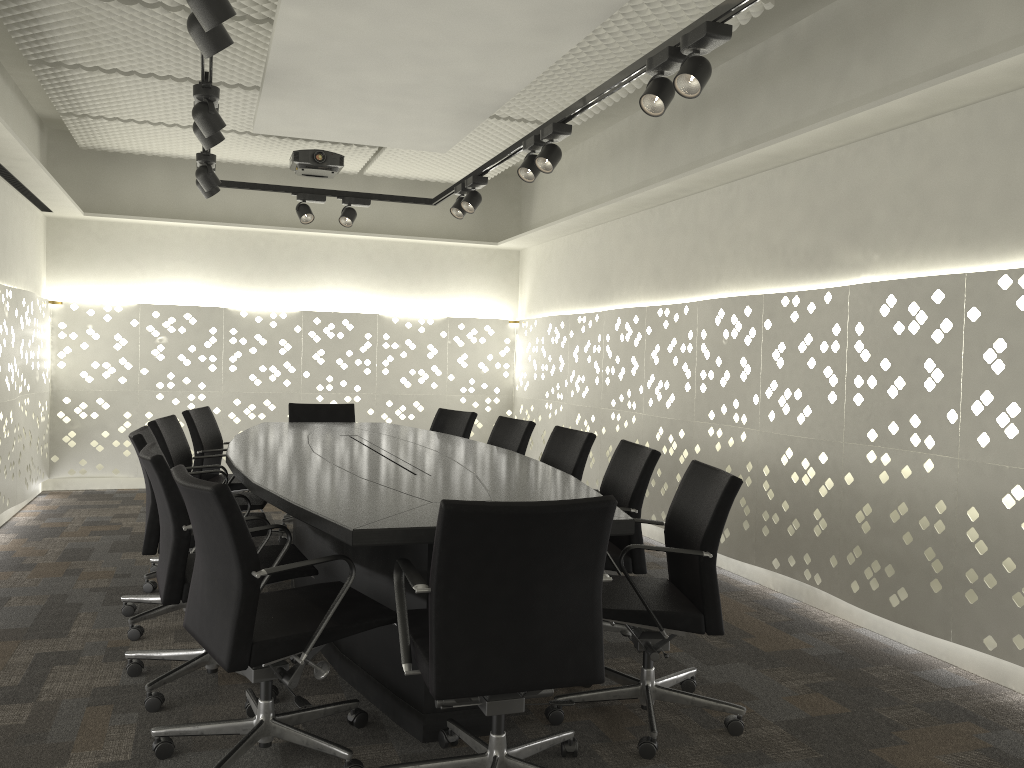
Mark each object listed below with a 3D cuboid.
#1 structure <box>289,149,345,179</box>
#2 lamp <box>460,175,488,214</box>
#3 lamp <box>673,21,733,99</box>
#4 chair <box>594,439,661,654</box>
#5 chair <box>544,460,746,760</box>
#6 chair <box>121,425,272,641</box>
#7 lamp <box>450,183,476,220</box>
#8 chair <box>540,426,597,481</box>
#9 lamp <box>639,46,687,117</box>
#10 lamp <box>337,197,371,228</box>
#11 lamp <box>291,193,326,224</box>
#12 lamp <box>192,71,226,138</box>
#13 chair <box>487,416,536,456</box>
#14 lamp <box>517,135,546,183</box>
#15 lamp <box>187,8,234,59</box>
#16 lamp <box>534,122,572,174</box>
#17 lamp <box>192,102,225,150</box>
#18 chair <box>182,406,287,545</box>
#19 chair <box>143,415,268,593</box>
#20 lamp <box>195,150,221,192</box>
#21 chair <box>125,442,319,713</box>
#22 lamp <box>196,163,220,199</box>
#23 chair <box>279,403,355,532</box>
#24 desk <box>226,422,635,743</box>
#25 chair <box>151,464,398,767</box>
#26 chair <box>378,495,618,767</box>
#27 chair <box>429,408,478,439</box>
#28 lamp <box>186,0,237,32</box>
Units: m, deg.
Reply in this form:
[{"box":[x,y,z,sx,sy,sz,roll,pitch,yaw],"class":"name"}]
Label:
[{"box":[-1.294,-1.456,5.866,0.327,0.144,0.371,1,2,-19],"class":"structure"},{"box":[-0.221,-1.065,4.942,0.126,0.224,0.213,1,2,-16],"class":"lamp"},{"box":[0.559,-0.984,2.686,0.126,0.224,0.213,1,2,-16],"class":"lamp"},{"box":[0.271,0.602,3.322,0.579,0.757,0.559,1,2,-5],"class":"chair"},{"box":[0.394,0.623,2.641,0.579,0.757,0.559,2,2,0],"class":"chair"},{"box":[-1.248,0.555,3.510,0.579,0.757,0.559,1,2,-15],"class":"chair"},{"box":[-0.294,-1.072,5.153,0.126,0.224,0.213,1,2,-16],"class":"lamp"},{"box":[0.085,0.580,3.971,0.579,0.757,0.559,1,2,-15],"class":"chair"},{"box":[0.486,-0.992,2.897,0.126,0.224,0.213,1,2,-16],"class":"lamp"},{"box":[-1.005,-1.105,5.643,0.214,0.224,0.118,1,2,-30],"class":"lamp"},{"box":[-1.271,-1.109,5.541,0.213,0.224,0.126,1,2,-16],"class":"lamp"},{"box":[-1.156,-1.050,3.393,0.126,0.224,0.213,1,2,-16],"class":"lamp"},{"box":[-0.169,0.556,4.591,0.579,0.757,0.559,1,2,-20],"class":"chair"},{"box":[0.092,-1.033,4.038,0.126,0.224,0.213,1,2,-16],"class":"lamp"},{"box":[-0.844,-1.017,2.488,0.126,0.224,0.213,1,2,-16],"class":"lamp"},{"box":[0.165,-1.025,3.827,0.126,0.224,0.213,1,2,-16],"class":"lamp"},{"box":[-1.229,-1.057,3.604,0.126,0.224,0.213,1,2,-16],"class":"lamp"},{"box":[-1.519,0.513,4.856,0.579,0.757,0.559,2,2,0],"class":"chair"},{"box":[-1.412,0.535,4.126,0.579,0.757,0.559,1,2,-5],"class":"chair"},{"box":[-1.551,-1.090,4.533,0.126,0.224,0.213,1,2,-16],"class":"lamp"},{"box":[-0.947,0.580,2.885,0.579,0.757,0.559,1,2,-20],"class":"chair"},{"box":[-1.624,-1.098,4.744,0.126,0.224,0.213,1,2,-16],"class":"lamp"},{"box":[-1.141,0.507,5.471,0.559,0.757,0.579,1,2,-15],"class":"chair"},{"box":[-0.584,0.617,3.780,1.223,0.658,3.364,1,2,-19],"class":"desk"},{"box":[-0.633,0.602,2.357,0.579,0.757,0.559,1,2,-30],"class":"chair"},{"box":[-0.048,0.623,2.176,0.559,0.757,0.579,1,2,-15],"class":"chair"},{"box":[-0.500,0.532,5.191,0.579,0.757,0.559,1,2,-30],"class":"chair"},{"box":[-0.771,-1.010,2.277,0.126,0.224,0.213,1,2,-16],"class":"lamp"}]
